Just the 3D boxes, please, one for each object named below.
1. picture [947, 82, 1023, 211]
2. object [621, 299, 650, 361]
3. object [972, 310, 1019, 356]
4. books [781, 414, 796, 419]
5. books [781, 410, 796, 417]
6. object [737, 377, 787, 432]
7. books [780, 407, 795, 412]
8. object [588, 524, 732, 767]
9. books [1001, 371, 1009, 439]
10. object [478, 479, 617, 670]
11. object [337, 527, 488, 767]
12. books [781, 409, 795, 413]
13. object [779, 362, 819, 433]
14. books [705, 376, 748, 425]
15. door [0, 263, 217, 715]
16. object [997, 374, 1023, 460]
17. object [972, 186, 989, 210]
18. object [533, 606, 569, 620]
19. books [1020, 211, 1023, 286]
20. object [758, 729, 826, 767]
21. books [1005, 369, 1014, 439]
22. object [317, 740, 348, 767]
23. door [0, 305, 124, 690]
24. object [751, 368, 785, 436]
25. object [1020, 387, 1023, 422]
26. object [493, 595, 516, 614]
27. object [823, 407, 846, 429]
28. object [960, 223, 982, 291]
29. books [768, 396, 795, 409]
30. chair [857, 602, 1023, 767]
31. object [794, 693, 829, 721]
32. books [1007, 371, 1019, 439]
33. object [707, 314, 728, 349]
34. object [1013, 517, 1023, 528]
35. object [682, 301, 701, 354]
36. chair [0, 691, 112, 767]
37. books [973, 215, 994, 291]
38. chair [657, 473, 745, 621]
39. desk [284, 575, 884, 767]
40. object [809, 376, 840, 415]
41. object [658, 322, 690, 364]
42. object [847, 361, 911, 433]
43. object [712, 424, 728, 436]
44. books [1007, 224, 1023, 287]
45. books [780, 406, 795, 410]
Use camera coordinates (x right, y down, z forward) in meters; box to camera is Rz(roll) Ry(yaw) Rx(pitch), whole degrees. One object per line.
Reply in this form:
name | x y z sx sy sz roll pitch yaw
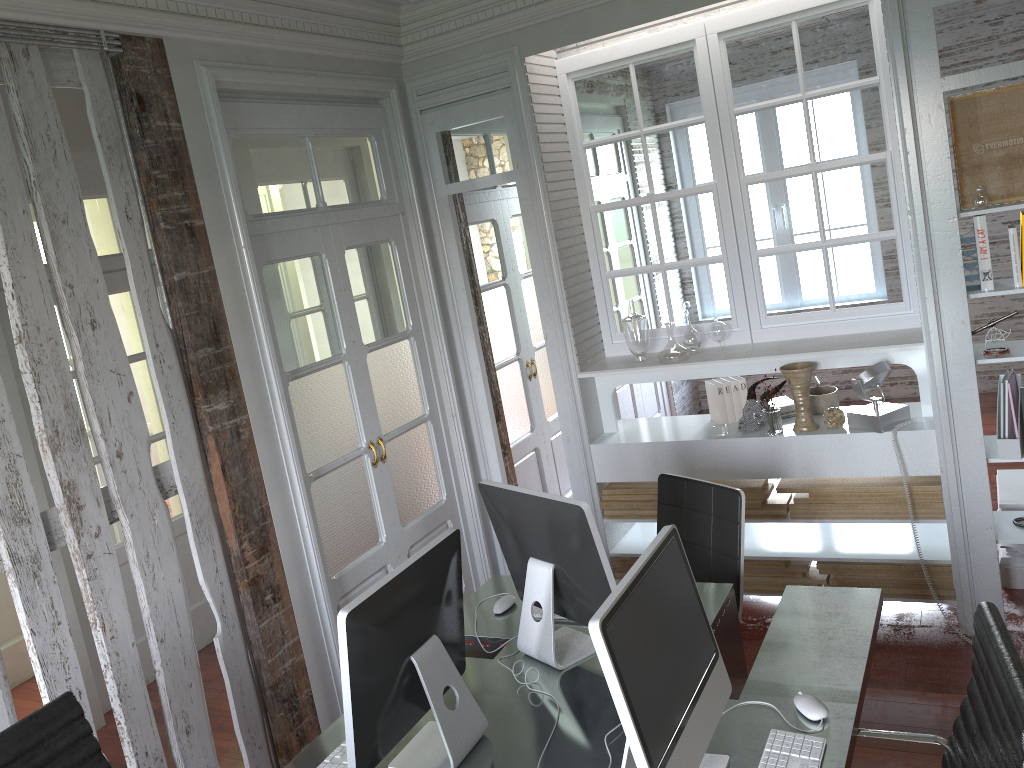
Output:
picture | 1.828 -0.886 3.301 0.325 0.432 0.009 -6 9 29
object | 0.585 -0.242 4.159 0.130 0.313 0.129 -16 10 -35
object | 1.848 -0.199 3.409 0.093 0.160 0.177 -16 11 -32
books | 1.237 0.129 4.142 0.181 0.011 0.248 -12 11 -6
books | 1.235 0.121 4.141 0.181 0.007 0.248 -12 11 -6
object | 1.133 0.090 3.993 0.386 0.178 0.158 -18 11 -35
books | 1.232 0.105 4.150 0.169 0.007 0.191 -12 11 -6
object | 0.309 0.613 1.866 0.189 0.481 0.489 -6 10 29
books | 1.951 0.111 3.502 0.037 0.286 0.196 -5 10 37
object | 0.097 0.531 2.516 0.191 0.481 0.484 -16 11 -35
object | -0.220 0.663 2.129 0.189 0.481 0.489 -6 10 29
books | 1.233 0.112 4.151 0.169 0.007 0.191 -12 11 -6
object | 1.238 0.058 3.789 0.143 0.276 0.145 -3 11 43
books | 1.015 0.074 4.159 0.150 0.192 0.144 -11 9 -5
door | -1.948 0.461 4.551 0.040 2.071 1.087 -7 9 29
object | 1.957 0.126 3.478 0.078 0.276 0.241 -5 10 37
object | 1.741 -0.692 3.293 0.055 0.089 0.056 -5 10 32
object | 0.256 0.700 2.727 0.438 0.017 0.120 -5 12 29
books | 1.953 -0.517 3.363 0.055 0.266 0.194 -6 9 29
object | 0.534 0.829 1.767 0.118 0.017 0.443 -5 12 29
books | 1.966 0.106 3.498 0.038 0.294 0.182 -5 10 37
object | -0.359 0.899 2.288 0.118 0.017 0.443 -5 12 29
door | -2.697 0.526 4.950 0.040 2.071 1.087 -7 9 29
object | 1.117 0.074 3.800 0.128 0.285 0.129 -11 8 -4
object | 2.041 0.116 3.445 0.078 0.276 0.248 -5 10 34
object | -0.027 0.716 2.890 0.059 0.028 0.107 -5 12 28
object | 1.362 0.141 3.748 0.092 0.087 0.093 -15 10 -24
object | 1.782 -0.496 3.469 0.078 0.247 0.116 -6 9 29
books | 1.229 0.092 4.150 0.168 0.007 0.191 -10 10 1
chair | 0.740 1.026 1.773 0.697 1.016 0.672 -7 9 25
object | 0.688 0.741 2.047 0.059 0.028 0.107 -12 10 -9
books | 1.985 0.112 3.477 0.022 0.286 0.196 -5 10 37
object | 0.948 -0.226 4.067 0.094 0.186 0.095 -10 8 4
object | 2.179 0.544 3.510 0.238 0.040 0.295 -13 11 -15
object | 0.820 -0.247 4.078 0.087 0.269 0.089 -7 8 24
chair | -0.868 1.295 1.944 0.697 1.016 0.672 -7 9 23
books | 1.839 -0.522 3.453 0.042 0.284 0.218 -6 9 29
chair | 0.531 0.866 3.123 0.605 0.913 0.475 -16 9 -30
desk | -0.004 1.301 1.827 1.297 0.722 2.534 -5 12 29
object | 1.392 0.055 3.998 0.159 0.152 0.218 -8 10 14
object | 0.725 -0.179 4.005 0.148 0.199 0.149 -9 9 12
object | 1.497 0.040 3.653 0.189 0.270 0.167 -15 9 -25
object | 0.925 0.206 3.937 0.066 0.040 0.066 -13 10 -13
books | 1.923 -0.493 3.386 0.026 0.222 0.163 -6 9 29
books | 1.231 0.099 4.149 0.169 0.007 0.191 -12 11 -6
